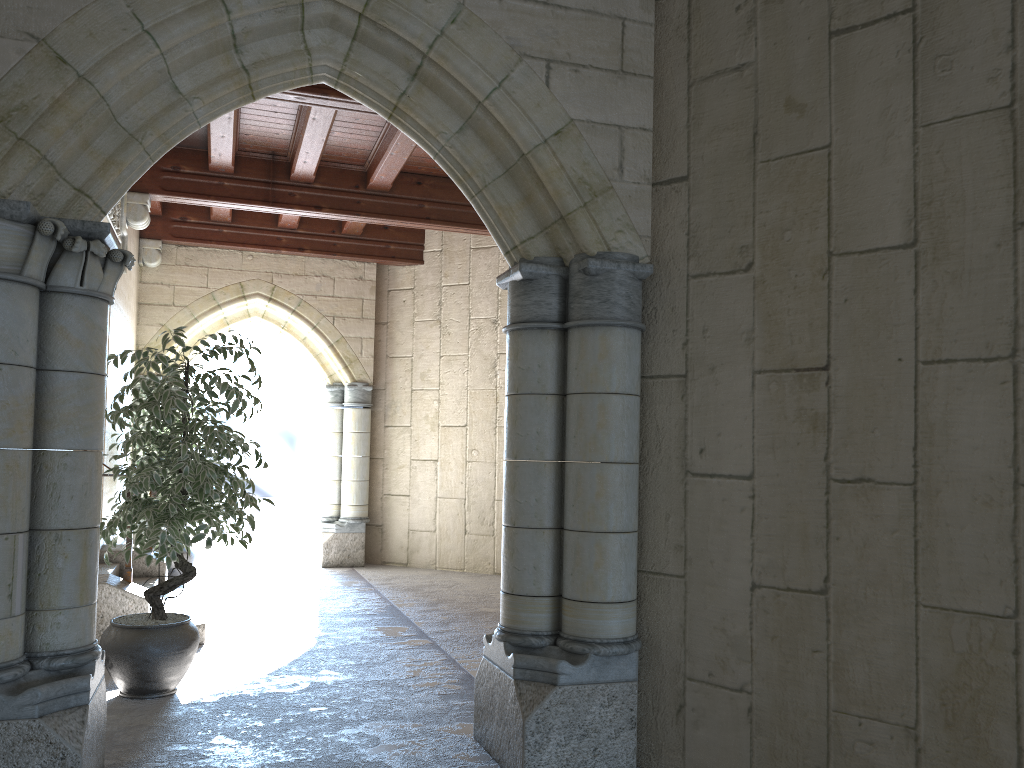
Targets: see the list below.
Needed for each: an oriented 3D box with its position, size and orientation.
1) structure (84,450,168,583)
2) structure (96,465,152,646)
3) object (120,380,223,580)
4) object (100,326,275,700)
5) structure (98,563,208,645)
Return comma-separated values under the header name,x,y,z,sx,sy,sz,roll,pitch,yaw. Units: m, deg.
name,x,y,z,sx,sy,sz,roll,pitch,yaw
structure,-2.793,0.874,5.980,0.888,1.259,0.474,2,-3,-18
structure,-2.351,0.770,4.642,0.888,1.259,0.477,2,-3,-18
object,-2.743,0.793,7.110,0.787,1.614,0.752,2,-3,-22
object,-1.499,0.556,3.995,0.787,1.614,0.753,1,-3,13
structure,-3.109,1.021,5.118,2.574,0.808,1.464,3,-5,-18
